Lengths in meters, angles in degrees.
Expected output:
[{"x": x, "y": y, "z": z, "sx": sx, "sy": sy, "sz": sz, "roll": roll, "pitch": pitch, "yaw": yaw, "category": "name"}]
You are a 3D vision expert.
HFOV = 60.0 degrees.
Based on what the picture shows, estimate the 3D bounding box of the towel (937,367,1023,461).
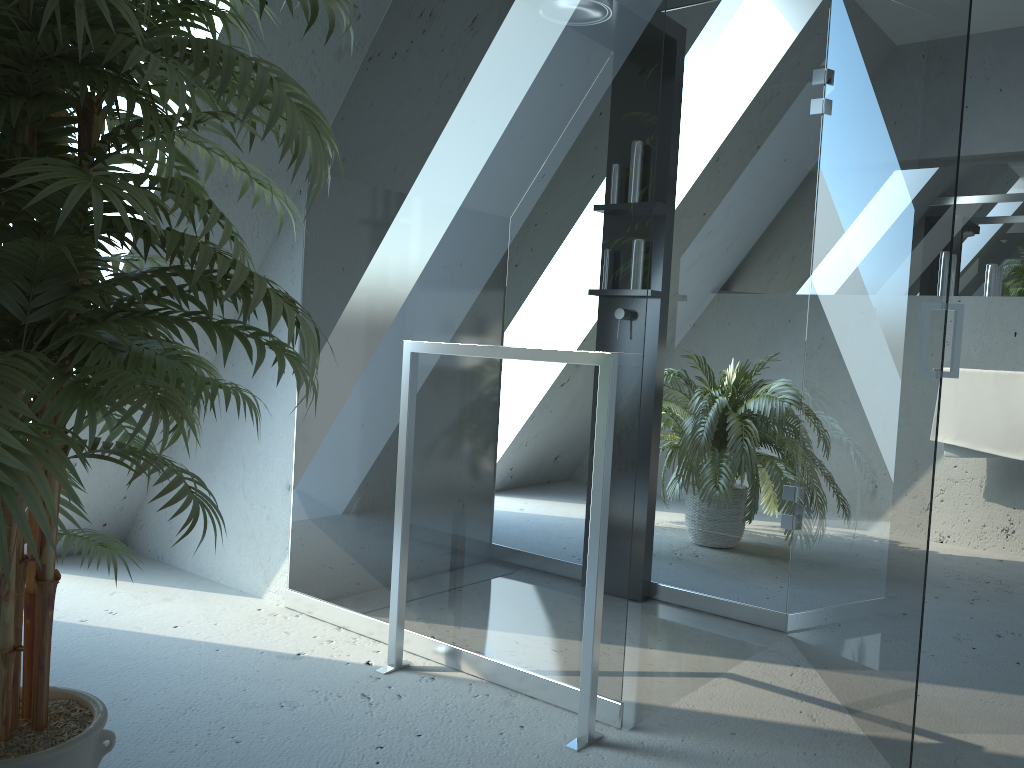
[{"x": 2.200, "y": 0.148, "z": 4.113, "sx": 0.455, "sy": 0.429, "sz": 0.063, "roll": 5, "pitch": 3, "yaw": 39, "category": "towel"}]

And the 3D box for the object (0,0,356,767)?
[{"x": -0.728, "y": -0.251, "z": 1.303, "sx": 1.020, "sy": 2.034, "sz": 0.980, "roll": 3, "pitch": 3, "yaw": -3, "category": "object"}]

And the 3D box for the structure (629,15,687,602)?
[{"x": 0.255, "y": -0.239, "z": 2.919, "sx": 0.250, "sy": 1.978, "sz": 0.612, "roll": 5, "pitch": 3, "yaw": 38, "category": "structure"}]

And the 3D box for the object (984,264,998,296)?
[{"x": 2.333, "y": -0.503, "z": 4.318, "sx": 0.052, "sy": 0.160, "sz": 0.052, "roll": 4, "pitch": 3, "yaw": 23, "category": "object"}]

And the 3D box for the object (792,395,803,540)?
[{"x": 0.967, "y": 0.289, "z": 4.028, "sx": 1.132, "sy": 0.893, "sz": 1.112, "roll": 4, "pitch": 3, "yaw": 16, "category": "object"}]

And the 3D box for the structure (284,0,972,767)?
[{"x": 0.326, "y": -0.285, "z": 2.514, "sx": 1.835, "sy": 2.114, "sz": 1.184, "roll": 5, "pitch": 3, "yaw": 38, "category": "structure"}]
